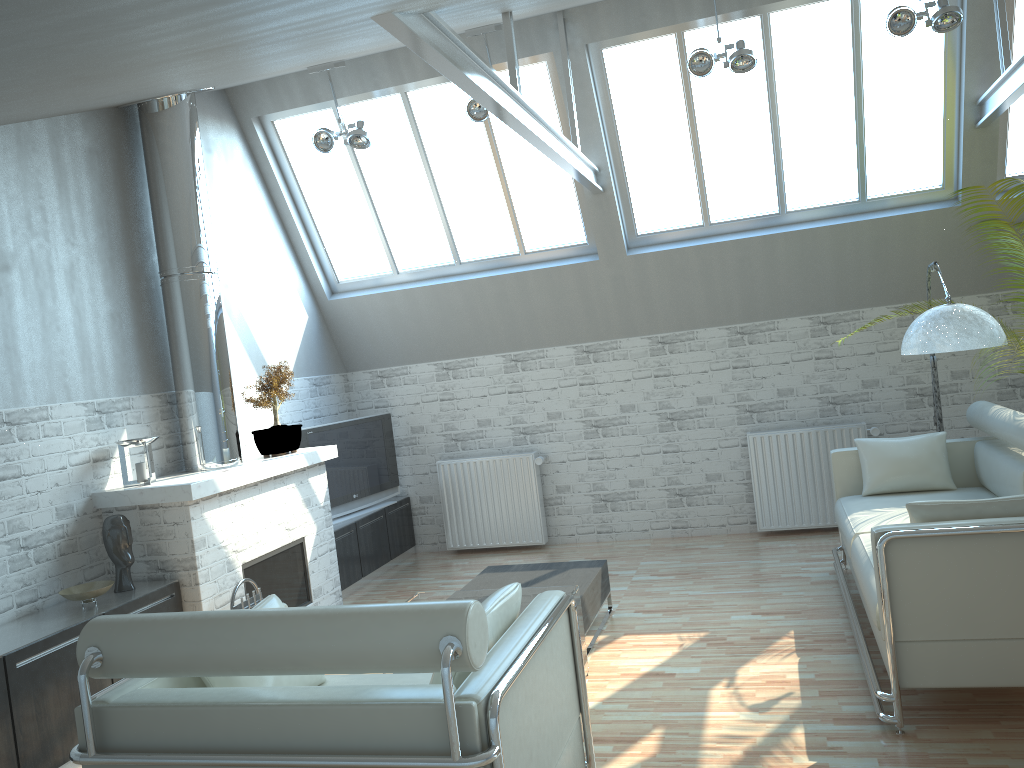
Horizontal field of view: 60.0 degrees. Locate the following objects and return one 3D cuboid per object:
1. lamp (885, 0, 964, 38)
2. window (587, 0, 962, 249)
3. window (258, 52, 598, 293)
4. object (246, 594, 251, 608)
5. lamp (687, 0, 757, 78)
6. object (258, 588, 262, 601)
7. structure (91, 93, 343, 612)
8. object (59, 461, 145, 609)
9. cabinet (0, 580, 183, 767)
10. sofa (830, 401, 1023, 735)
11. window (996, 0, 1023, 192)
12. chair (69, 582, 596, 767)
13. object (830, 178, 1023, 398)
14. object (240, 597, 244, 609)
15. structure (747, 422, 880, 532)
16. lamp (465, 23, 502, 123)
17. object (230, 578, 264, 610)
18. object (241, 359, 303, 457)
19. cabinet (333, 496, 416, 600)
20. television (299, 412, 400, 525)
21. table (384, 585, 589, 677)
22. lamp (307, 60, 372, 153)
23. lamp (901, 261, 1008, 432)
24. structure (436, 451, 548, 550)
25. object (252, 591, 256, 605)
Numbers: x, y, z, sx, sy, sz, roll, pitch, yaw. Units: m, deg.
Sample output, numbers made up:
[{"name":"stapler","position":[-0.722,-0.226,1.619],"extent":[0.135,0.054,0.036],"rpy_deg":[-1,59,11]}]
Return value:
[{"name":"lamp","position":[4.548,-4.528,9.881],"extent":[0.808,1.172,0.619],"rpy_deg":[-6,2,20]},{"name":"window","position":[3.628,-3.679,12.266],"extent":[4.651,2.787,1.897],"rpy_deg":[-6,2,16]},{"name":"window","position":[-1.219,-3.129,13.684],"extent":[4.651,2.787,1.897],"rpy_deg":[-6,2,16]},{"name":"object","position":[-2.782,2.756,9.736],"extent":[0.145,0.932,0.065],"rpy_deg":[-7,2,-2]},{"name":"lamp","position":[2.421,-4.286,10.503],"extent":[0.808,1.172,0.618],"rpy_deg":[-6,2,20]},{"name":"object","position":[-2.782,2.720,9.954],"extent":[0.155,0.873,0.026],"rpy_deg":[-6,2,18]},{"name":"structure","position":[-3.693,-0.268,11.012],"extent":[1.309,7.180,3.302],"rpy_deg":[-6,2,16]},{"name":"object","position":[-1.932,1.909,8.637],"extent":[4.859,2.558,1.528],"rpy_deg":[-6,2,15]},{"name":"cabinet","position":[-4.538,2.908,7.433],"extent":[0.914,1.270,4.572],"rpy_deg":[-6,2,16]},{"name":"sofa","position":[4.402,1.418,8.765],"extent":[2.199,1.999,4.866],"rpy_deg":[-6,2,16]},{"name":"window","position":[8.474,-4.228,10.848],"extent":[4.651,2.787,1.897],"rpy_deg":[-6,2,16]},{"name":"chair","position":[-0.957,2.156,5.556],"extent":[2.507,2.001,2.201],"rpy_deg":[-6,2,16]},{"name":"object","position":[5.992,-0.018,10.217],"extent":[3.777,4.386,5.015],"rpy_deg":[-7,2,-9]},{"name":"object","position":[-2.819,2.756,9.598],"extent":[0.146,0.916,0.131],"rpy_deg":[-6,2,16]},{"name":"structure","position":[4.639,1.415,13.527],"extent":[1.892,1.524,0.508],"rpy_deg":[-6,2,16]},{"name":"lamp","position":[-0.275,-3.981,11.292],"extent":[0.808,1.172,0.619],"rpy_deg":[-6,2,20]},{"name":"object","position":[-2.910,2.715,9.823],"extent":[0.412,1.124,0.584],"rpy_deg":[-6,2,16]},{"name":"object","position":[-3.226,0.326,11.793],"extent":[0.572,1.265,1.115],"rpy_deg":[-6,2,20]},{"name":"cabinet","position":[-2.610,2.615,14.177],"extent":[0.908,1.016,3.234],"rpy_deg":[-6,2,16]},{"name":"television","position":[-2.677,1.347,14.210],"extent":[0.592,1.514,2.577],"rpy_deg":[-6,2,26]},{"name":"table","position":[-0.250,2.538,8.524],"extent":[1.726,0.867,1.015],"rpy_deg":[-6,2,16]},{"name":"lamp","position":[-2.384,-3.742,11.909],"extent":[0.808,1.172,0.619],"rpy_deg":[-6,2,20]},{"name":"lamp","position":[5.447,0.357,11.075],"extent":[1.015,3.709,4.621],"rpy_deg":[-6,2,22]},{"name":"structure","position":[-0.261,1.971,14.961],"extent":[1.892,1.524,0.508],"rpy_deg":[-6,2,16]},{"name":"object","position":[-2.814,2.718,9.844],"extent":[0.025,0.855,0.025],"rpy_deg":[-6,2,38]}]
